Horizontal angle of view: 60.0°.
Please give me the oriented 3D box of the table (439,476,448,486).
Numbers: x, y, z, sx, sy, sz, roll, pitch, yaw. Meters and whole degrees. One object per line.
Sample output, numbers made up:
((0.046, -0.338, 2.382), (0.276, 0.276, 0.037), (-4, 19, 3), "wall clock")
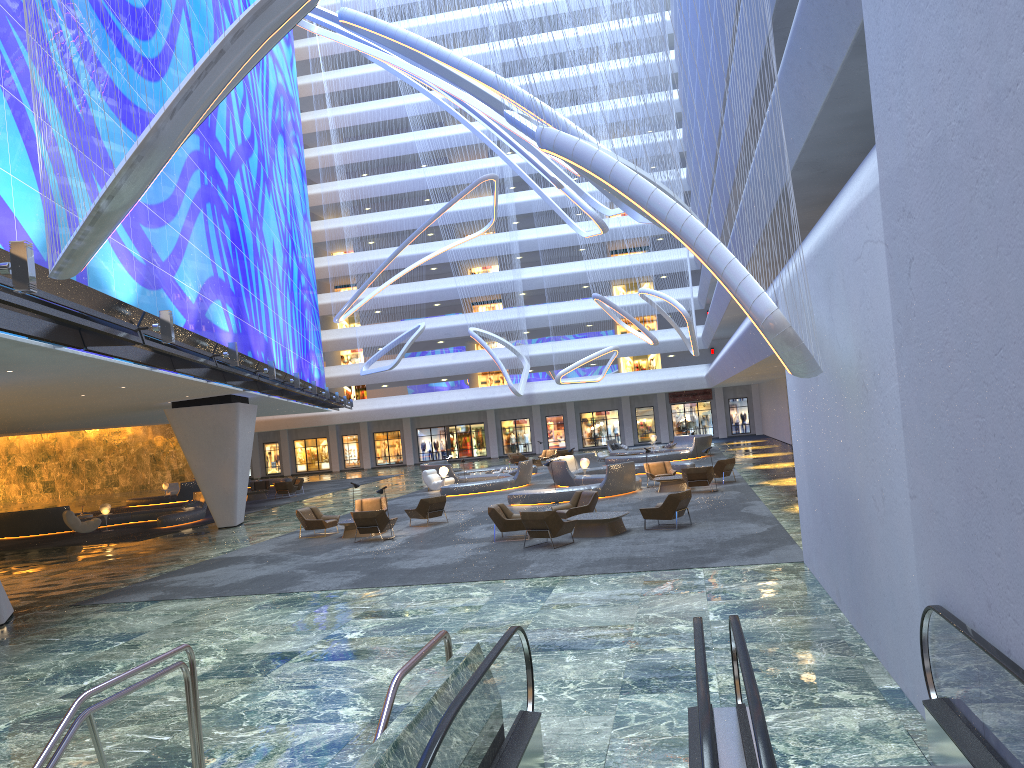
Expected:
((-2.703, 3.979, 35.305), (0.417, 0.595, 0.428), (-5, -1, -15), "table")

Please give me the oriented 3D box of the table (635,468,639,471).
((4.068, 3.340, 32.558), (1.204, 0.392, 1.203), (-6, -2, 11), "table")

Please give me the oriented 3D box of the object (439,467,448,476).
((-2.717, 3.488, 35.347), (0.366, 0.387, 0.318), (-5, -1, -7), "object")

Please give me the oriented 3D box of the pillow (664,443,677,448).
((8.028, 3.103, 44.849), (0.691, 0.262, 0.879), (-4, -2, -27), "pillow")

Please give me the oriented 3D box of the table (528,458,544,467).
((1.012, 4.218, 47.153), (1.201, 0.392, 1.205), (-3, -3, -44), "table")

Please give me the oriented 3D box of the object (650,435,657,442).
((8.051, 3.083, 50.403), (0.366, 0.387, 0.318), (-5, -1, -7), "object")

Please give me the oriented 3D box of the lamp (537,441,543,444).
((1.584, 3.781, 48.849), (0.383, 1.300, 0.202), (-5, 0, -28), "lamp")

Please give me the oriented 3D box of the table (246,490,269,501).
((-12.036, 5.230, 41.566), (1.202, 0.392, 1.205), (-4, -2, -25), "table")

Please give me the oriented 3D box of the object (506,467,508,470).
((-0.235, 3.772, 39.687), (0.071, 0.118, 0.151), (-6, -2, 21), "object")

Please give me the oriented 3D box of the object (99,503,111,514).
((-14.538, 4.462, 31.692), (0.318, 0.387, 0.366), (-6, -1, 18), "object")

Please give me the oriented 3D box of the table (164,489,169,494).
((-18.757, 6.011, 47.973), (0.418, 0.595, 0.427), (-6, -1, 10), "table")

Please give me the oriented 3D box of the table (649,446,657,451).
((7.096, 3.416, 44.402), (0.418, 0.595, 0.427), (-6, -1, 7), "table")

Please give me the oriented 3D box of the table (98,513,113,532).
((-14.470, 4.946, 31.643), (0.428, 0.595, 0.418), (-6, -1, 10), "table")

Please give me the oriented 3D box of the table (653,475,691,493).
((4.925, 3.033, 26.969), (1.203, 0.392, 1.203), (-6, -2, 10), "table")

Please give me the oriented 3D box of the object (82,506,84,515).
((-17.399, 5.127, 35.906), (0.076, 0.355, 0.066), (-5, 0, 3), "object")

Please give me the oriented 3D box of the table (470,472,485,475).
((-1.518, 4.154, 39.636), (0.674, 0.406, 0.670), (-6, -2, 30), "table")

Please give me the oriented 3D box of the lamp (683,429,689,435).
((8.881, 2.925, 44.787), (0.384, 1.300, 0.202), (-6, 0, 10), "lamp")

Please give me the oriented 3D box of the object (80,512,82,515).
((-17.387, 5.239, 35.752), (0.071, 0.118, 0.151), (-5, -2, -44), "object")

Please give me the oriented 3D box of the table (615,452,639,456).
((5.677, 3.635, 43.674), (1.204, 0.392, 1.203), (-6, -2, 11), "table")

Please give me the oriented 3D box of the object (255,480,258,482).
((-14.679, 5.592, 50.892), (0.151, 0.118, 0.071), (-4, -2, -44), "object")

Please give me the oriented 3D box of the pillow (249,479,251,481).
((-16.049, 5.800, 53.572), (0.443, 0.207, 0.445), (-5, -2, -3), "pillow")

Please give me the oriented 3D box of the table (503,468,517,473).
((-0.009, 4.010, 39.628), (0.672, 0.406, 0.672), (-5, -2, -27), "table")

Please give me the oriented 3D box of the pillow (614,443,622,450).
((5.829, 3.394, 48.622), (0.315, 0.386, 0.784), (-6, -2, 26), "pillow")

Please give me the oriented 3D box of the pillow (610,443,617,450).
((5.621, 3.438, 48.628), (0.295, 0.368, 0.768), (-6, -2, 23), "pillow")

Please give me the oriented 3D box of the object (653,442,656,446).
((7.693, 3.277, 47.806), (0.131, 0.252, 0.103), (-5, -1, -6), "object")

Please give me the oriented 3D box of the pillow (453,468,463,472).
((-2.605, 4.041, 41.536), (0.443, 0.207, 0.445), (-4, -2, -28), "pillow")

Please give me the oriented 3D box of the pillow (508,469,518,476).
((0.331, 3.410, 34.372), (0.693, 0.262, 0.877), (-6, -2, 19), "pillow")

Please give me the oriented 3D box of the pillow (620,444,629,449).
((6.095, 3.471, 48.869), (0.683, 0.280, 0.875), (-4, -3, -42), "pillow")

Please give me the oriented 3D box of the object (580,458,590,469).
((2.612, 2.840, 31.802), (0.367, 0.387, 0.318), (-6, -1, 18), "object")

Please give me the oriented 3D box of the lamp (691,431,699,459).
((8.397, 2.809, 40.758), (0.201, 1.300, 0.385), (-5, -1, -30), "lamp")

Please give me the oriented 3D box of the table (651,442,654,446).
((7.795, 3.540, 49.122), (0.417, 0.595, 0.428), (-5, -1, -35), "table")

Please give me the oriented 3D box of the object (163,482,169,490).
((-18.757, 5.519, 47.997), (0.367, 0.387, 0.318), (-6, -1, 18), "object")

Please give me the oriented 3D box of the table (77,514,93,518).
((-17.225, 5.492, 35.910), (0.671, 0.406, 0.674), (-5, -2, -2), "table")

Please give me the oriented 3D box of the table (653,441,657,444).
((8.065, 3.573, 50.361), (0.417, 0.595, 0.428), (-5, -1, -15), "table")

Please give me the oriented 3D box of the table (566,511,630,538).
((1.852, 2.999, 18.898), (1.205, 0.392, 1.202), (-7, -2, 29), "table")

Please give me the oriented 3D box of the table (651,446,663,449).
((7.802, 3.596, 47.722), (0.671, 0.406, 0.673), (-6, -2, 7), "table")

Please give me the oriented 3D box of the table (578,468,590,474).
((2.612, 3.333, 31.778), (0.418, 0.595, 0.427), (-6, -1, 10), "table")

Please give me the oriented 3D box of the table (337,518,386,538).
((-3.825, 3.700, 22.933), (1.204, 0.392, 1.203), (-6, -2, 11), "table")
